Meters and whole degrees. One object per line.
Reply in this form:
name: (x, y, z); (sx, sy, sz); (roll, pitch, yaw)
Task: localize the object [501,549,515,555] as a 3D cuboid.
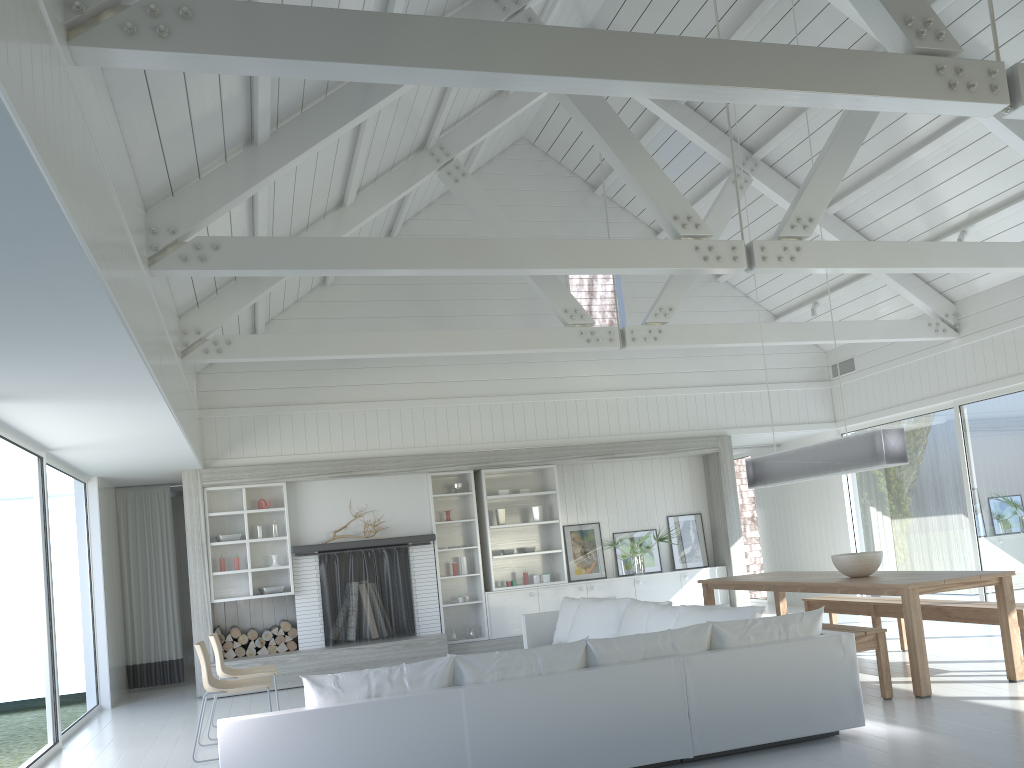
object: (-0.047, 2.024, 10.626); (0.141, 0.065, 0.143); (-3, -10, -17)

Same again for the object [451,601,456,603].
object: (-0.685, 2.570, 10.392); (0.054, 0.025, 0.055); (-3, -10, -17)

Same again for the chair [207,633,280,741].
chair: (-2.171, 2.386, 7.097); (0.554, 0.773, 0.602); (-4, -7, -17)

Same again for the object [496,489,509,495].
object: (-0.115, 1.321, 10.679); (0.141, 0.065, 0.143); (-3, -10, -17)

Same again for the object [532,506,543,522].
object: (0.313, 1.591, 10.776); (0.103, 0.195, 0.103); (-9, -6, 28)

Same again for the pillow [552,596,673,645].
pillow: (0.878, 2.136, 7.810); (0.461, 0.473, 2.085); (-2, -11, -24)

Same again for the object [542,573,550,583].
object: (0.417, 2.351, 10.701); (0.085, 0.110, 0.086); (-8, -7, 18)

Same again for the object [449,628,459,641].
object: (-0.685, 2.938, 10.348); (0.138, 0.129, 0.137); (-9, -8, 26)

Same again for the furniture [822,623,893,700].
furniture: (2.021, 2.165, 7.162); (0.340, 0.466, 2.717); (-4, -10, -17)

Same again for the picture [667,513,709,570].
picture: (2.279, 2.040, 11.409); (0.494, 0.698, 0.066); (-4, -5, -17)

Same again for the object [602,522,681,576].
object: (1.632, 2.046, 10.918); (0.969, 0.624, 0.630); (-2, -8, -19)

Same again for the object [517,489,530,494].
object: (0.141, 1.338, 10.902); (0.141, 0.065, 0.143); (-3, -10, -17)

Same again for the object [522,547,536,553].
object: (0.209, 2.040, 10.848); (0.141, 0.065, 0.143); (-3, -10, -17)

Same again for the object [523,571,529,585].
object: (0.166, 2.325, 10.663); (0.054, 0.194, 0.055); (-4, -5, -17)

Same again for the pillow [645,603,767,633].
pillow: (1.299, 1.798, 6.208); (0.465, 0.473, 1.336); (-2, -10, -25)

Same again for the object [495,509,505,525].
object: (-0.136, 1.609, 10.643); (0.102, 0.195, 0.104); (-4, -6, -17)

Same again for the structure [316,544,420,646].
structure: (-1.605, 2.371, 9.893); (1.095, 1.054, 0.118); (-3, -5, -17)

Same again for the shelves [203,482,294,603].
shelves: (-2.928, 1.765, 9.829); (0.864, 1.229, 0.555); (-4, -6, -17)

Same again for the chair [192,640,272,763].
chair: (-2.010, 2.229, 6.334); (0.554, 0.773, 0.602); (-4, -7, -17)

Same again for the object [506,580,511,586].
object: (-0.041, 2.392, 10.579); (0.054, 0.070, 0.055); (0, -8, -38)

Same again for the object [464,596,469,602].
object: (-0.541, 2.546, 10.435); (0.058, 0.060, 0.058); (-3, -8, -17)

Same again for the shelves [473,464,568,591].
shelves: (0.074, 1.768, 10.838); (0.937, 1.431, 0.612); (-4, -6, -17)

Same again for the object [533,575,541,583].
object: (0.309, 2.377, 10.739); (0.092, 0.095, 0.091); (-8, -8, 17)

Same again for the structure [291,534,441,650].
structure: (-1.702, 2.466, 10.231); (1.613, 1.275, 0.870); (-3, -7, -17)

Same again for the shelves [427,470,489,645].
shelves: (-0.706, 2.074, 10.579); (0.539, 1.983, 0.611); (-4, -5, -17)

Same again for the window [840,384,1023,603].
window: (6.000, 0.698, 6.598); (0.080, 2.396, 11.078); (-4, -10, -17)

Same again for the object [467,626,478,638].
object: (-0.476, 2.929, 10.410); (0.138, 0.129, 0.137); (-9, -8, 26)

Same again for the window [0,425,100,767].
window: (-3.159, 1.289, 5.041); (0.080, 2.396, 8.833); (-4, -10, -17)

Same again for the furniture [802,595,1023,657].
furniture: (3.455, 2.106, 7.585); (0.340, 0.466, 2.717); (-4, -10, -17)

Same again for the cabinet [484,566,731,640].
cabinet: (1.157, 2.708, 11.029); (3.176, 0.546, 0.662); (-2, -9, -16)

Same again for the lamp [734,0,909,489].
lamp: (2.381, -1.296, 7.578); (0.200, 4.206, 1.929); (-4, -6, -17)

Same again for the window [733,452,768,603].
window: (3.817, 2.338, 14.296); (0.037, 2.407, 0.956); (-4, -5, -17)

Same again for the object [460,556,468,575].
object: (-0.574, 2.155, 10.463); (0.072, 0.209, 0.072); (-4, -5, -17)

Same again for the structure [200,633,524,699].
structure: (-0.411, 3.133, 10.852); (6.337, 0.343, 1.908); (-2, -11, -16)

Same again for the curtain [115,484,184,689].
curtain: (-4.282, 2.370, 10.411); (0.628, 2.350, 0.118); (-4, -5, -17)

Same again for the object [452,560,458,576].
object: (-0.676, 2.167, 10.434); (0.054, 0.194, 0.055); (-4, -5, -17)

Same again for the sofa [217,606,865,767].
sofa: (-0.244, 2.119, 6.510); (3.470, 0.731, 4.190); (-2, -11, -16)

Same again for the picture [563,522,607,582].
picture: (0.910, 2.097, 11.005); (0.494, 0.698, 0.066); (-4, -5, -17)

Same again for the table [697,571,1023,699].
table: (2.699, 1.994, 7.383); (0.904, 0.755, 2.989); (-3, -10, -17)

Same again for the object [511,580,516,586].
object: (0.019, 2.400, 10.623); (0.058, 0.060, 0.058); (0, -9, -39)

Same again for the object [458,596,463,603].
object: (-0.613, 2.544, 10.416); (0.054, 0.070, 0.055); (-3, -7, -17)

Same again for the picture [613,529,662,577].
picture: (1.596, 2.145, 11.211); (0.608, 0.548, 0.054); (-3, -5, -16)
